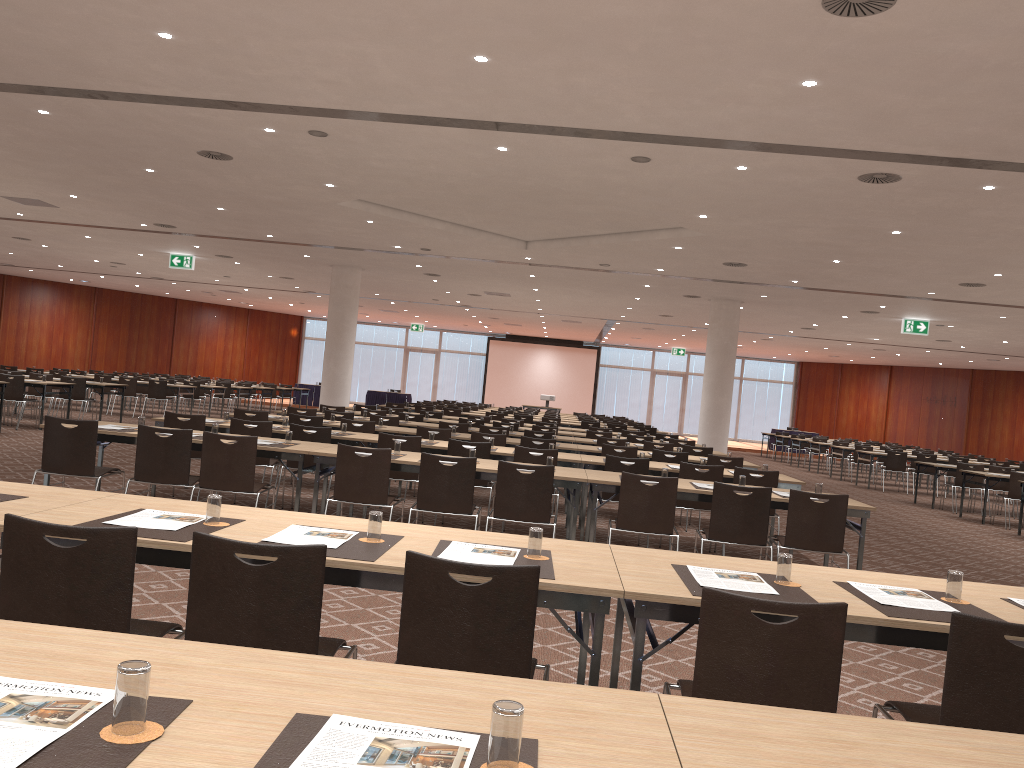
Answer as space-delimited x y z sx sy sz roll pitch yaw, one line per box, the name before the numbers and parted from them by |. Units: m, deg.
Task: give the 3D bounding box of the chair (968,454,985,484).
chair | 12.388 2.359 23.900 0.535 0.939 0.614 5 0 1

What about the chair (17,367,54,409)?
chair | -11.308 0.091 21.135 0.535 0.939 0.614 5 0 4

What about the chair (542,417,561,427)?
chair | 0.873 1.242 20.432 0.535 0.939 0.614 5 0 4

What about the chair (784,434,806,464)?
chair | 8.972 2.063 28.034 0.535 0.939 0.614 5 0 6

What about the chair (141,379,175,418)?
chair | -8.342 0.372 20.972 0.535 0.939 0.614 5 0 2

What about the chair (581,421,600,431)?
chair | 1.760 1.326 20.418 0.535 0.939 0.614 5 0 1

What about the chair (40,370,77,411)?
chair | -10.701 0.148 21.020 0.535 0.939 0.614 5 0 5

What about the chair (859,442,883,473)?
chair | 11.334 2.286 27.905 0.535 0.939 0.614 5 0 2

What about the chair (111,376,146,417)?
chair | -9.021 0.307 20.928 0.535 0.939 0.614 5 0 2

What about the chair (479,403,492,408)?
chair | -0.953 1.139 30.547 0.535 0.939 0.614 5 0 1

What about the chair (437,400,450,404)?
chair | -2.241 1.004 28.692 0.535 0.939 0.614 5 0 1

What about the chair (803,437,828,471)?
chair | 8.968 2.049 26.091 0.535 0.939 0.614 5 0 2

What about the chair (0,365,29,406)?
chair | -11.895 0.035 21.086 0.535 0.939 0.614 5 0 6

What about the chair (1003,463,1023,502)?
chair | 11.433 2.240 19.806 0.535 0.939 0.614 5 0 2

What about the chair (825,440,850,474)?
chair | 9.550 2.103 25.918 0.535 0.939 0.614 5 0 4

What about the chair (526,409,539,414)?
chair | 0.623 1.274 28.492 0.535 0.939 0.614 5 0 6

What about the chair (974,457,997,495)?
chair | 11.626 2.273 21.939 0.535 0.939 0.614 5 0 5

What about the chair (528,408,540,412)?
chair | 0.716 1.297 30.455 0.535 0.939 0.614 5 0 2

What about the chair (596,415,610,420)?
chair | 2.868 1.486 28.334 0.535 0.939 0.614 5 0 4

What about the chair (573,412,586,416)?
chair | 2.271 1.444 30.370 0.535 0.939 0.614 5 0 2

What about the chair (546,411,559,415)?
chair | 1.267 1.335 28.422 0.535 0.939 0.614 5 0 6

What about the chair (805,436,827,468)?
chair | 9.654 2.128 28.056 0.535 0.939 0.614 5 0 5

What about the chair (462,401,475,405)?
chair | -1.524 1.085 30.655 0.535 0.939 0.614 5 0 4

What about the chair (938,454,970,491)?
chair | 10.928 2.206 21.837 0.535 0.939 0.614 5 0 2

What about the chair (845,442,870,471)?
chair | 10.146 2.160 25.967 0.535 0.939 0.614 5 0 0

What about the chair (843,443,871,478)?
chair | 9.390 2.075 24.005 0.535 0.939 0.614 5 0 1

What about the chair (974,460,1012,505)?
chair | 10.872 2.188 19.977 0.535 0.939 0.614 5 0 3

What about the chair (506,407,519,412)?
chair | -0.018 1.214 28.570 0.535 0.939 0.614 5 0 5

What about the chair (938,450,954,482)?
chair | 12.496 2.382 25.757 0.535 0.939 0.614 5 0 4

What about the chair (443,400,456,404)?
chair | -2.168 1.024 30.648 0.535 0.939 0.614 5 0 6

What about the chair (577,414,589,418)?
chair | 2.276 1.431 28.444 0.535 0.939 0.614 5 0 5

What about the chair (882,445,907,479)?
chair | 11.231 2.263 25.967 0.535 0.939 0.614 5 0 5

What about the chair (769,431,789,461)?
chair | 9.063 2.085 29.951 0.535 0.939 0.614 5 0 5

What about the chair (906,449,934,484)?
chair | 11.059 2.233 23.914 0.535 0.939 0.614 5 0 5

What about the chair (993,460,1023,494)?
chair | 12.260 2.332 21.763 0.535 0.939 0.614 5 0 3

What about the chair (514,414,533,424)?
chair | 0.237 1.182 20.544 0.535 0.939 0.614 5 0 2

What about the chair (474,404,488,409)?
chair | -1.023 1.119 28.583 0.535 0.939 0.614 5 0 6

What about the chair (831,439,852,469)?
chair | 10.367 2.194 27.876 0.535 0.939 0.614 5 0 2

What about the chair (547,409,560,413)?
chair | 1.390 1.361 30.495 0.535 0.939 0.614 5 0 6

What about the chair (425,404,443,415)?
chair | -1.997 0.985 22.592 0.535 0.939 0.614 5 0 6

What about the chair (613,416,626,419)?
chair | 3.617 1.571 30.296 0.535 0.939 0.614 5 0 6

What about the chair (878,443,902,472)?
chair | 11.898 2.339 27.792 0.535 0.939 0.614 5 0 3

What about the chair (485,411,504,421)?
chair | -0.422 1.120 20.538 0.535 0.939 0.614 5 0 4

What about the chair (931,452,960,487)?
chair | 11.674 2.290 23.799 0.535 0.939 0.614 5 0 5

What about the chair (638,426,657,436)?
chair | 3.060 1.449 20.389 0.535 0.939 0.614 5 0 6

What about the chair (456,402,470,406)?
chair | -1.602 1.064 28.580 0.535 0.939 0.614 5 0 2

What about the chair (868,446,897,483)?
chair | 10.023 2.134 23.889 0.535 0.939 0.614 5 0 1

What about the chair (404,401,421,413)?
chair | -2.558 0.932 22.658 0.535 0.939 0.614 5 0 4

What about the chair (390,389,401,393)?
chair | -4.704 0.687 35.219 0.535 0.939 0.614 5 0 6

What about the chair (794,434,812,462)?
chair | 9.831 2.158 29.990 0.535 0.939 0.614 5 0 1

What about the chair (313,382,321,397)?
chair | -7.587 0.415 35.377 0.535 0.939 0.614 5 0 5

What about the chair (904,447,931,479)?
chair | 11.882 2.324 25.872 0.535 0.939 0.614 5 0 1

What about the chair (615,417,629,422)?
chair | 3.456 1.542 28.337 0.535 0.939 0.614 5 0 3

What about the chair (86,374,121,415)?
chair | -9.683 0.245 21.105 0.535 0.939 0.614 5 0 6

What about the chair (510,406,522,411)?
chair | 0.106 1.239 30.524 0.535 0.939 0.614 5 0 4

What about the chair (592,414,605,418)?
chair | 2.925 1.506 30.411 0.535 0.939 0.614 5 0 2
